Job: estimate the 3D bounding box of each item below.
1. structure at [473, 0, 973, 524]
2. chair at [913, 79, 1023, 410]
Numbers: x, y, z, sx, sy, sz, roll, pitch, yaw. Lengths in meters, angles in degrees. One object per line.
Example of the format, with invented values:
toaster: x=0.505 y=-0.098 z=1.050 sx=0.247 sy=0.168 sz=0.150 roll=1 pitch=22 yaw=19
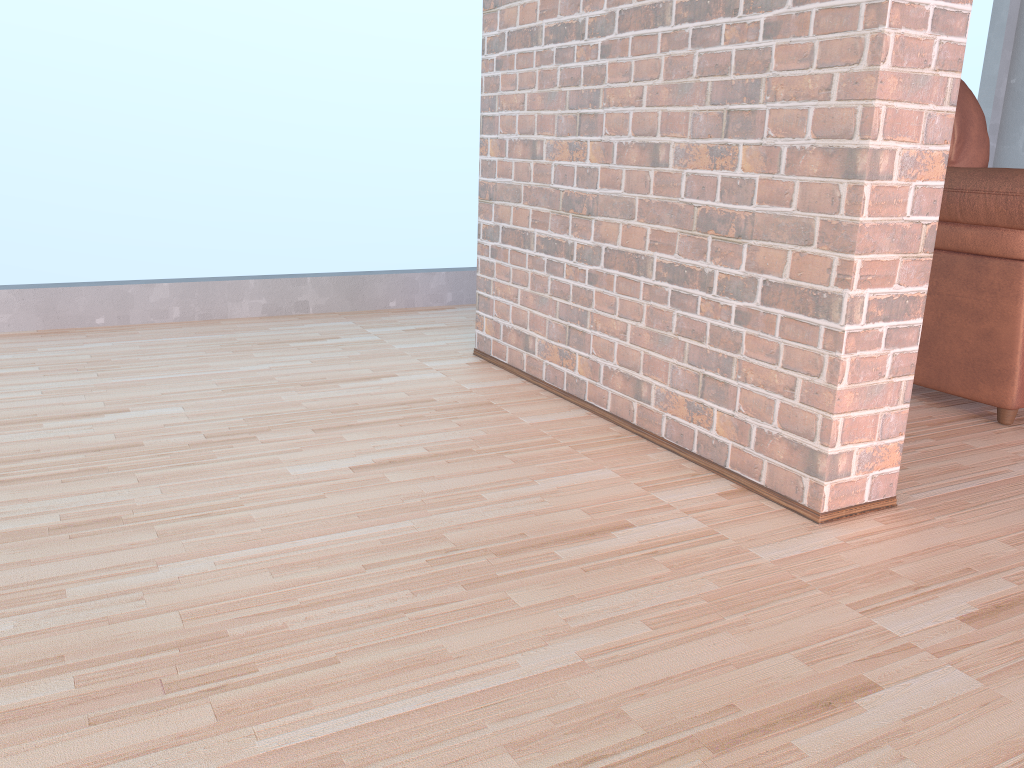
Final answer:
structure: x=0.324 y=-0.441 z=2.106 sx=0.211 sy=1.057 sz=1.422 roll=-6 pitch=17 yaw=-28
chair: x=1.371 y=-0.498 z=2.626 sx=0.970 sy=0.879 sz=0.936 roll=-7 pitch=17 yaw=-29
